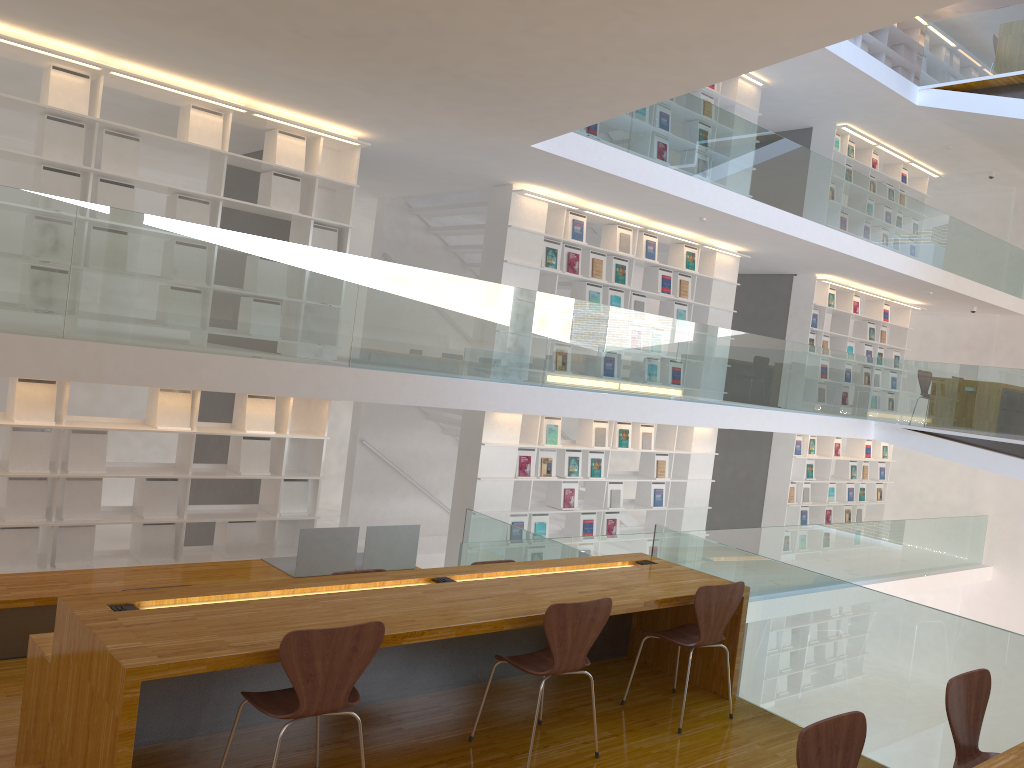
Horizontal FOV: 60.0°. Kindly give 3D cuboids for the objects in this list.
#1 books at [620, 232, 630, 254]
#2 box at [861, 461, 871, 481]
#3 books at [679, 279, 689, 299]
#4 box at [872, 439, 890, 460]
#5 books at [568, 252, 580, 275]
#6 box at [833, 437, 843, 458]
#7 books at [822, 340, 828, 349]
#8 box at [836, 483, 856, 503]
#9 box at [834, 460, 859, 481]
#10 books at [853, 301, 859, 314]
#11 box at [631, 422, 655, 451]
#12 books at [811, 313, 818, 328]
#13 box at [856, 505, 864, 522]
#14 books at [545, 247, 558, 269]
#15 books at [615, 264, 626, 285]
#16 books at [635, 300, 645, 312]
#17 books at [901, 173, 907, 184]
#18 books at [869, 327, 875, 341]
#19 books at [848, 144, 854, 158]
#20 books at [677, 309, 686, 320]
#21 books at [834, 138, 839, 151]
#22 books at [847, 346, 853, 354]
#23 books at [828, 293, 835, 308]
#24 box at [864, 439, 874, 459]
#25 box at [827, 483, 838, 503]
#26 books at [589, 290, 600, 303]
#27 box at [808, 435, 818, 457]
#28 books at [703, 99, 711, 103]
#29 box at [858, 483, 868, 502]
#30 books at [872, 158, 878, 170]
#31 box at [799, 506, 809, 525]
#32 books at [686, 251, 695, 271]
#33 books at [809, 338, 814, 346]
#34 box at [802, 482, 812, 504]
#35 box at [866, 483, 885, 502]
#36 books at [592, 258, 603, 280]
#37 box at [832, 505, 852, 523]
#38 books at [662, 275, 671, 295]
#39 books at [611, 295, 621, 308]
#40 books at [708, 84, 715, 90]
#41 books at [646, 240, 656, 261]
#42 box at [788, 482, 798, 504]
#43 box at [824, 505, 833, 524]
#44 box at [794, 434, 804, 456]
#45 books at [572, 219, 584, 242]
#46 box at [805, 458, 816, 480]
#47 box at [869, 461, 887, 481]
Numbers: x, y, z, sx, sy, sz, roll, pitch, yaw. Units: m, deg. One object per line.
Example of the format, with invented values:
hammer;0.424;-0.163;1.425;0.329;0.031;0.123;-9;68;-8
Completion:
books;1.193;-1.482;9.360;0.145;0.210;0.037;6;2;-41
box;5.271;1.296;13.452;0.245;0.296;0.274;6;2;-41
books;1.954;-1.072;10.071;0.145;0.210;0.037;6;2;-41
box;5.705;1.010;13.789;0.245;0.296;0.274;6;2;-41
books;0.618;-1.209;8.904;0.145;0.210;0.037;6;2;-41
box;4.620;0.900;12.838;0.245;0.296;0.274;6;2;-41
books;4.330;-0.496;12.274;0.145;0.210;0.037;6;2;-41
box;4.959;1.595;13.222;0.245;0.296;0.274;6;2;-41
box;4.999;1.270;13.215;0.245;0.296;0.274;6;2;-41
books;4.933;-1.079;12.718;0.145;0.210;0.037;6;2;-41
box;-1.340;2.051;7.770;7.125;3.764;0.498;6;2;-41
books;4.101;-0.848;12.027;0.145;0.210;0.037;6;2;-41
box;5.198;1.950;13.474;0.245;0.296;0.274;6;2;-41
books;0.388;-1.229;8.705;0.145;0.210;0.037;6;2;-41
books;1.148;-1.154;9.363;0.145;0.210;0.037;6;2;-41
books;1.381;-0.792;9.610;0.145;0.210;0.037;6;2;-41
books;5.864;-3.044;13.265;0.145;0.210;0.037;6;2;-41
books;5.314;-0.724;13.091;0.145;0.210;0.037;6;2;-41
books;4.667;-3.181;12.217;0.145;0.210;0.037;6;2;-41
books;1.928;-0.741;10.087;0.145;0.210;0.037;6;2;-41
books;4.366;-3.216;11.954;0.145;0.210;0.037;6;2;-41
books;4.854;-0.439;12.733;0.145;0.210;0.037;6;2;-41
books;4.418;-1.147;12.266;0.145;0.210;0.037;6;2;-41
box;5.311;0.971;13.444;0.245;0.296;0.274;6;2;-41
box;4.556;1.554;12.870;0.245;0.296;0.274;6;2;-41
books;0.852;-0.850;9.148;0.145;0.210;0.037;6;2;-41
box;4.109;0.849;12.395;0.245;0.296;0.274;6;2;-41
books;2.202;-3.097;10.023;0.145;0.210;0.037;6;2;-41
box;5.224;1.622;13.453;0.245;0.296;0.274;6;2;-41
books;5.181;-3.113;12.669;0.145;0.210;0.037;6;2;-41
box;4.020;1.830;12.445;0.245;0.296;0.274;6;2;-41
books;2.035;-1.396;10.095;0.145;0.210;0.037;6;2;-41
books;4.054;-0.514;12.031;0.145;0.210;0.037;6;2;-41
box;4.031;1.501;12.411;0.245;0.296;0.274;6;2;-41
box;5.636;1.663;13.813;0.245;0.296;0.274;6;2;-41
books;0.879;-1.181;9.132;0.145;0.210;0.037;6;2;-41
box;4.930;1.922;13.239;0.245;0.296;0.274;6;2;-41
books;1.717;-1.099;9.864;0.145;0.210;0.037;6;2;-41
books;1.094;-0.828;9.363;0.145;0.210;0.037;6;2;-41
books;2.240;-3.409;10.015;0.145;0.210;0.037;6;2;-41
books;1.509;-1.451;9.635;0.145;0.210;0.037;6;2;-41
box;3.749;1.472;12.165;0.245;0.296;0.274;6;2;-41
box;4.505;1.879;12.868;0.245;0.296;0.274;6;2;-41
box;3.829;0.823;12.150;0.245;0.296;0.274;6;2;-41
books;0.662;-1.537;8.895;0.145;0.210;0.037;6;2;-41
box;4.088;1.172;12.418;0.245;0.296;0.274;6;2;-41
box;5.666;1.336;13.797;0.245;0.296;0.274;6;2;-41
